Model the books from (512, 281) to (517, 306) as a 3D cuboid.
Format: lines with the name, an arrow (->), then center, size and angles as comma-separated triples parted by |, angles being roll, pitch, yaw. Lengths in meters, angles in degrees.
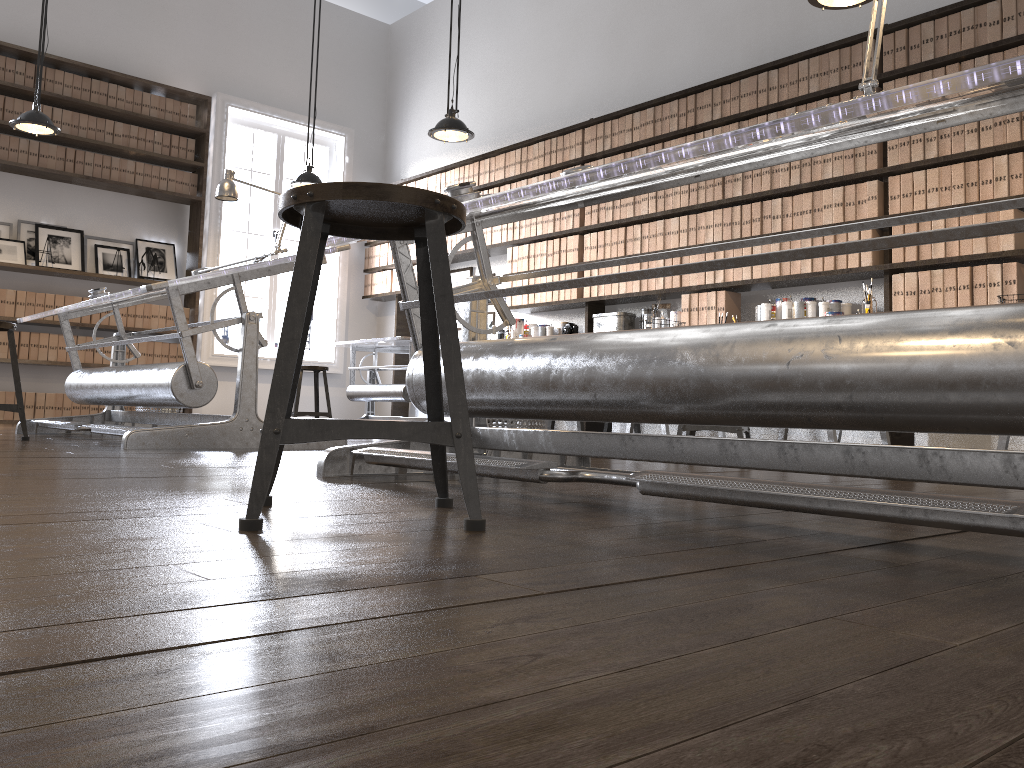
books -> 0.087, -0.745, 7.317 | 0.174, 0.226, 0.066 | 5, -6, -41

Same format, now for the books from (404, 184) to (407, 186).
books -> -0.985, -1.826, 8.667 | 0.174, 0.227, 0.067 | 5, -6, -41

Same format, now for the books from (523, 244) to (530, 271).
books -> 0.176, -1.017, 7.242 | 0.174, 0.227, 0.067 | 5, -6, -41

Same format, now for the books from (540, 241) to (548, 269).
books -> 0.315, -1.019, 7.086 | 0.174, 0.226, 0.066 | 5, -6, -41

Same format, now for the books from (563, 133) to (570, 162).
books -> 0.492, -1.843, 6.994 | 0.174, 0.226, 0.066 | 5, -6, -41

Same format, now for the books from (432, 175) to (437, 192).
books -> -0.664, -1.829, 8.304 | 0.174, 0.226, 0.066 | 5, -6, -41

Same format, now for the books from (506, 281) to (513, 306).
books -> 0.040, -0.745, 7.364 | 0.174, 0.227, 0.067 | 5, -6, -41

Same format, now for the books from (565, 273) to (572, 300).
books -> 0.496, -0.750, 6.854 | 0.174, 0.226, 0.066 | 5, -6, -41

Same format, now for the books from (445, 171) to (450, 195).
books -> -0.521, -1.831, 8.148 | 0.174, 0.226, 0.066 | 5, -6, -41

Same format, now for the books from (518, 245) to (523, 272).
books -> 0.136, -1.017, 7.295 | 0.174, 0.226, 0.066 | 5, -6, -41

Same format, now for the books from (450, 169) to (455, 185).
books -> -0.478, -1.832, 8.093 | 0.174, 0.226, 0.066 | 5, -6, -41

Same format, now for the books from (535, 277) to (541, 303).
books -> 0.270, -0.747, 7.112 | 0.174, 0.226, 0.066 | 5, -6, -41

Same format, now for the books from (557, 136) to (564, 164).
books -> 0.444, -1.842, 7.045 | 0.174, 0.226, 0.066 | 5, -6, -41

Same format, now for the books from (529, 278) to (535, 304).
books -> 0.223, -0.747, 7.163 | 0.174, 0.226, 0.066 | 5, -6, -41

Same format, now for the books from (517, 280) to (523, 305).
books -> 0.127, -0.746, 7.269 | 0.174, 0.226, 0.066 | 5, -6, -41

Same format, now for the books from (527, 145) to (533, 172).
books -> 0.213, -1.840, 7.311 | 0.174, 0.226, 0.066 | 5, -6, -41

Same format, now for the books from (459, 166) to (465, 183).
books -> -0.385, -1.833, 7.982 | 0.174, 0.227, 0.067 | 5, -6, -41

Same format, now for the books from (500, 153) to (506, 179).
books -> -0.017, -1.837, 7.563 | 0.174, 0.227, 0.067 | 5, -6, -41

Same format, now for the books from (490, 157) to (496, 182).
books -> -0.104, -1.836, 7.671 | 0.174, 0.226, 0.066 | 5, -6, -41

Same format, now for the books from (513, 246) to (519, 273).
books -> 0.093, -1.016, 7.341 | 0.174, 0.226, 0.066 | 5, -6, -41

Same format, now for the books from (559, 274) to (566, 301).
books -> 0.451, -0.750, 6.902 | 0.174, 0.226, 0.066 | 5, -6, -41

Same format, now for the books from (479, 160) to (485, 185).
books -> -0.197, -1.835, 7.778 | 0.174, 0.226, 0.066 | 5, -6, -41

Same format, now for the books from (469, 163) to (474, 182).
books -> -0.295, -1.834, 7.889 | 0.174, 0.226, 0.066 | 5, -6, -41

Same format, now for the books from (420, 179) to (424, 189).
books -> -0.792, -1.828, 8.454 | 0.174, 0.226, 0.066 | 5, -6, -41

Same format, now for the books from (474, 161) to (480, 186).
books -> -0.251, -1.835, 7.830 | 0.174, 0.227, 0.067 | 5, -6, -41

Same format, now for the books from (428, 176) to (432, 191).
books -> -0.704, -1.829, 8.353 | 0.174, 0.226, 0.066 | 5, -6, -41

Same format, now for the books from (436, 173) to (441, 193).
books -> -0.618, -1.830, 8.249 | 0.174, 0.227, 0.067 | 5, -6, -41

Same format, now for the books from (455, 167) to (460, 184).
books -> -0.433, -1.832, 8.036 | 0.174, 0.226, 0.066 | 5, -6, -41

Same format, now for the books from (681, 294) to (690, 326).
books -> 1.225, -0.485, 5.981 | 0.174, 0.227, 0.067 | 5, -6, -41

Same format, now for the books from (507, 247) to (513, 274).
books -> 0.044, -1.016, 7.394 | 0.174, 0.227, 0.067 | 5, -6, -41

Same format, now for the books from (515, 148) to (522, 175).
books -> 0.117, -1.839, 7.412 | 0.174, 0.227, 0.067 | 5, -6, -41

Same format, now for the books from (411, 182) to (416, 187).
books -> -0.889, -1.827, 8.558 | 0.174, 0.226, 0.066 | 5, -6, -41

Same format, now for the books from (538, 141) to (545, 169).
books -> 0.302, -1.841, 7.199 | 0.174, 0.226, 0.066 | 5, -6, -41

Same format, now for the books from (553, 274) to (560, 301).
books -> 0.406, -0.749, 6.946 | 0.174, 0.227, 0.067 | 5, -6, -41

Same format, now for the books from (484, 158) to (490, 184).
books -> -0.154, -1.836, 7.721 | 0.174, 0.226, 0.066 | 5, -6, -41

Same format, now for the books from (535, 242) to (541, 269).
books -> 0.272, -1.018, 7.142 | 0.174, 0.226, 0.066 | 5, -6, -41

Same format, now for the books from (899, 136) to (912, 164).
books -> 2.227, -1.317, 4.939 | 0.174, 0.227, 0.067 | 5, -6, -41

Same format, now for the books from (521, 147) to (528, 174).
books -> 0.166, -1.839, 7.362 | 0.174, 0.226, 0.066 | 5, -6, -41

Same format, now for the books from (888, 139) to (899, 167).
books -> 2.189, -1.317, 4.989 | 0.174, 0.226, 0.066 | 5, -6, -41

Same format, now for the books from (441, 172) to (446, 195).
books -> -0.569, -1.831, 8.199 | 0.174, 0.226, 0.066 | 5, -6, -41

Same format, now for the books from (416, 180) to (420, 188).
books -> -0.839, -1.827, 8.508 | 0.174, 0.226, 0.066 | 5, -6, -41

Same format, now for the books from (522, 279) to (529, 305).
books -> 0.174, -0.747, 7.213 | 0.174, 0.227, 0.067 | 5, -6, -41

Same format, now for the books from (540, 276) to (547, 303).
books -> 0.313, -0.748, 7.057 | 0.174, 0.226, 0.066 | 5, -6, -41

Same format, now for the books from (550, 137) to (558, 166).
books -> 0.394, -1.842, 7.100 | 0.174, 0.226, 0.066 | 5, -6, -41

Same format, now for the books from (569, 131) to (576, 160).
books -> 0.535, -1.844, 6.939 | 0.174, 0.226, 0.066 | 5, -6, -41

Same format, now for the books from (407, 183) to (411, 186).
books -> -0.932, -1.826, 8.614 | 0.174, 0.226, 0.066 | 5, -6, -41

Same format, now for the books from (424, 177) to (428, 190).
books -> -0.752, -1.829, 8.400 | 0.174, 0.227, 0.067 | 5, -6, -41

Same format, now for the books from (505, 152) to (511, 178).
books -> 0.030, -1.838, 7.516 | 0.174, 0.226, 0.066 | 5, -6, -41

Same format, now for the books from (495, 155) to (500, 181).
books -> -0.057, -1.836, 7.617 | 0.174, 0.226, 0.066 | 5, -6, -41

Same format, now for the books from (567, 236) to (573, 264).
books -> 0.512, -1.021, 6.865 | 0.174, 0.226, 0.066 | 5, -6, -41

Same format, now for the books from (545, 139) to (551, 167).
books -> 0.349, -1.841, 7.145 | 0.174, 0.227, 0.067 | 5, -6, -41

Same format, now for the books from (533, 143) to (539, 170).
books -> 0.257, -1.840, 7.256 | 0.174, 0.226, 0.066 | 5, -6, -41

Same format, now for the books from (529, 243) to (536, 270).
books -> 0.225, -1.017, 7.195 | 0.174, 0.226, 0.066 | 5, -6, -41

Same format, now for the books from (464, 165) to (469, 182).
books -> -0.340, -1.833, 7.937 | 0.174, 0.226, 0.066 | 5, -6, -41

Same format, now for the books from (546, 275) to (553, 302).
books -> 0.359, -0.749, 7.001 | 0.174, 0.226, 0.066 | 5, -6, -41

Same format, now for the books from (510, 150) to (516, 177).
books -> 0.070, -1.838, 7.468 | 0.174, 0.226, 0.066 | 5, -6, -41
